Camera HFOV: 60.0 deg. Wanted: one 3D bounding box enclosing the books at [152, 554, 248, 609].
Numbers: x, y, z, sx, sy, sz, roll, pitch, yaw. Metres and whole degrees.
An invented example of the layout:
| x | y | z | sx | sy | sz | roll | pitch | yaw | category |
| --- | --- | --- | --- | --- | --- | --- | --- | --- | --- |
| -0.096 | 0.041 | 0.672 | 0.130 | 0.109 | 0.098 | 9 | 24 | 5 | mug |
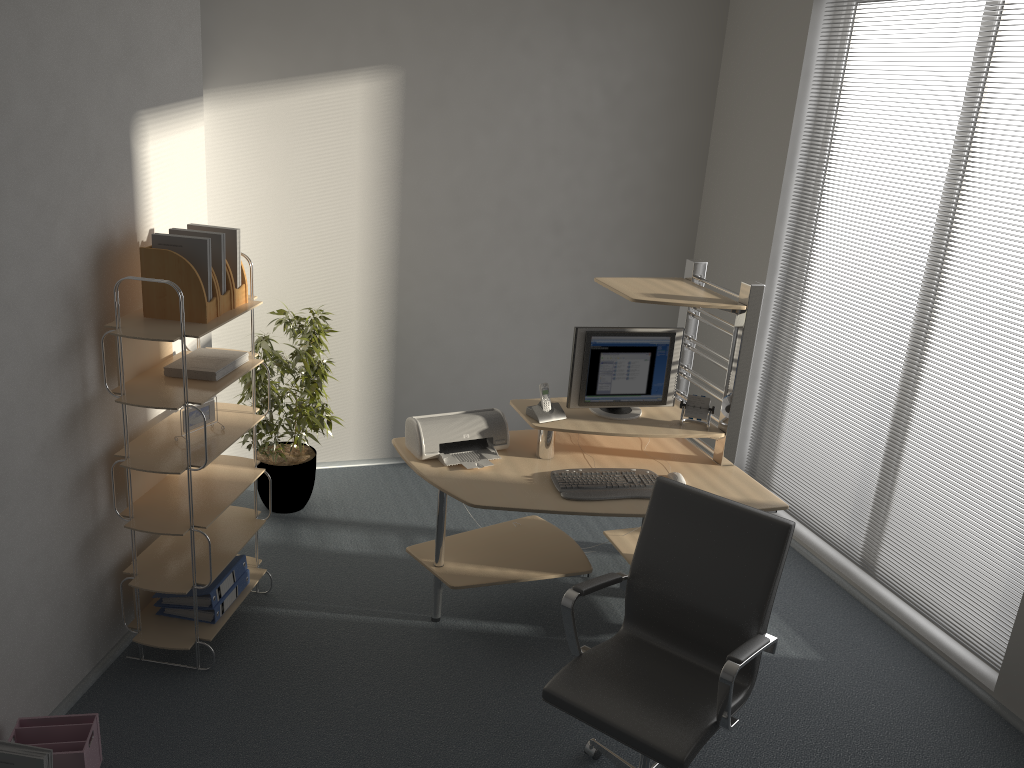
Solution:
| x | y | z | sx | sy | sz | roll | pitch | yaw | category |
| --- | --- | --- | --- | --- | --- | --- | --- | --- | --- |
| -1.305 | 0.821 | 3.725 | 0.263 | 0.100 | 0.320 | 7 | 19 | 7 | books |

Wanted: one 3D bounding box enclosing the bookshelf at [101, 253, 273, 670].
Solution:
| x | y | z | sx | sy | sz | roll | pitch | yaw | category |
| --- | --- | --- | --- | --- | --- | --- | --- | --- | --- |
| -1.265 | 0.293 | 3.560 | 0.381 | 1.572 | 0.724 | 7 | 19 | 6 | bookshelf |

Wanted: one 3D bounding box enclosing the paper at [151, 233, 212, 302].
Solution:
| x | y | z | sx | sy | sz | roll | pitch | yaw | category |
| --- | --- | --- | --- | --- | --- | --- | --- | --- | --- |
| -1.218 | -0.398 | 3.277 | 0.213 | 0.297 | 0.045 | 6 | 19 | 4 | paper |

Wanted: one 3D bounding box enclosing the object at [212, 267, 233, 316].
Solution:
| x | y | z | sx | sy | sz | roll | pitch | yaw | category |
| --- | --- | --- | --- | --- | --- | --- | --- | --- | --- |
| -1.205 | -0.411 | 3.381 | 0.243 | 0.259 | 0.113 | 7 | 19 | 7 | object |

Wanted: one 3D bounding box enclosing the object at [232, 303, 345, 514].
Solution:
| x | y | z | sx | sy | sz | roll | pitch | yaw | category |
| --- | --- | --- | --- | --- | --- | --- | --- | --- | --- |
| -1.178 | 0.135 | 4.718 | 0.544 | 1.147 | 0.644 | 7 | 19 | 8 | object |

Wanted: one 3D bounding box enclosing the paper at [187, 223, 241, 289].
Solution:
| x | y | z | sx | sy | sz | roll | pitch | yaw | category |
| --- | --- | --- | --- | --- | --- | --- | --- | --- | --- |
| -1.178 | -0.474 | 3.510 | 0.213 | 0.297 | 0.045 | 8 | 19 | 9 | paper |

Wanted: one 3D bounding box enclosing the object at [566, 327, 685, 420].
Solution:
| x | y | z | sx | sy | sz | roll | pitch | yaw | category |
| --- | --- | --- | --- | --- | --- | --- | --- | --- | --- |
| 0.506 | -0.073 | 4.057 | 0.516 | 0.418 | 0.245 | 3 | 19 | -6 | object |

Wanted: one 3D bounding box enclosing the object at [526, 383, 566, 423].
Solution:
| x | y | z | sx | sy | sz | roll | pitch | yaw | category |
| --- | --- | --- | --- | --- | --- | --- | --- | --- | --- |
| 0.155 | 0.076 | 3.956 | 0.150 | 0.151 | 0.119 | -8 | 22 | -33 | object |

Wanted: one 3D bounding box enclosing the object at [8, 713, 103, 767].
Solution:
| x | y | z | sx | sy | sz | roll | pitch | yaw | category |
| --- | --- | --- | --- | --- | --- | --- | --- | --- | --- |
| -1.499 | 1.229 | 2.900 | 0.245 | 0.202 | 0.185 | 1 | 19 | -11 | object |

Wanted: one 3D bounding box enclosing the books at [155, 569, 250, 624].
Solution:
| x | y | z | sx | sy | sz | roll | pitch | yaw | category |
| --- | --- | --- | --- | --- | --- | --- | --- | --- | --- |
| -1.300 | 0.874 | 3.742 | 0.262 | 0.072 | 0.320 | 7 | 19 | 7 | books |

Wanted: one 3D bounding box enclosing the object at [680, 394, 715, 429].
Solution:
| x | y | z | sx | sy | sz | roll | pitch | yaw | category |
| --- | --- | --- | --- | --- | --- | --- | --- | --- | --- |
| 0.834 | 0.122 | 4.002 | 0.154 | 0.135 | 0.093 | 10 | 19 | 15 | object |

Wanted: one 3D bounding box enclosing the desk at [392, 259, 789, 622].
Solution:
| x | y | z | sx | sy | sz | roll | pitch | yaw | category |
| --- | --- | --- | --- | --- | --- | --- | --- | --- | --- |
| 0.303 | 0.327 | 3.826 | 1.469 | 1.566 | 0.967 | -2 | 20 | -20 | desk |

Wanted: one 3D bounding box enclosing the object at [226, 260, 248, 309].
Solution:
| x | y | z | sx | sy | sz | roll | pitch | yaw | category |
| --- | --- | --- | --- | --- | --- | --- | --- | --- | --- |
| -1.182 | -0.449 | 3.497 | 0.243 | 0.259 | 0.113 | 8 | 19 | 9 | object |

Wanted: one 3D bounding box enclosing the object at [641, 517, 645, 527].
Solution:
| x | y | z | sx | sy | sz | roll | pitch | yaw | category |
| --- | --- | --- | --- | --- | --- | --- | --- | --- | --- |
| 0.791 | 0.740 | 4.072 | 0.199 | 0.422 | 0.471 | -2 | 20 | -20 | object |

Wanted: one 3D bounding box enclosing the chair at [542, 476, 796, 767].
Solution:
| x | y | z | sx | sy | sz | roll | pitch | yaw | category |
| --- | --- | --- | --- | --- | --- | --- | --- | --- | --- |
| 0.481 | 0.940 | 2.872 | 0.584 | 1.048 | 0.652 | 17 | 23 | 33 | chair |

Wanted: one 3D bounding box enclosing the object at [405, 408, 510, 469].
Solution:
| x | y | z | sx | sy | sz | roll | pitch | yaw | category |
| --- | --- | --- | --- | --- | --- | --- | --- | --- | --- |
| -0.206 | 0.236 | 3.876 | 0.438 | 0.162 | 0.351 | -5 | 21 | -27 | object |

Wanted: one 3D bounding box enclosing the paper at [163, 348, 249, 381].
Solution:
| x | y | z | sx | sy | sz | roll | pitch | yaw | category |
| --- | --- | --- | --- | --- | --- | --- | --- | --- | --- |
| -1.211 | -0.081 | 3.530 | 0.213 | 0.046 | 0.297 | 7 | 19 | 6 | paper |

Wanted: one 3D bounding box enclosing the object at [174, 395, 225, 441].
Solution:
| x | y | z | sx | sy | sz | roll | pitch | yaw | category |
| --- | --- | --- | --- | --- | --- | --- | --- | --- | --- |
| -1.231 | 0.128 | 3.491 | 0.077 | 0.161 | 0.192 | 13 | 21 | 24 | object |

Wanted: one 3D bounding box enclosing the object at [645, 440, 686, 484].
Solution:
| x | y | z | sx | sy | sz | roll | pitch | yaw | category |
| --- | --- | --- | --- | --- | --- | --- | --- | --- | --- |
| 0.662 | 0.322 | 4.104 | 0.168 | 0.088 | 0.742 | -2 | 20 | -17 | object |

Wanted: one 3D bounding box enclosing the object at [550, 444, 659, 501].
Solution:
| x | y | z | sx | sy | sz | roll | pitch | yaw | category |
| --- | --- | --- | --- | --- | --- | --- | --- | --- | --- |
| 0.350 | 0.348 | 3.966 | 0.478 | 0.082 | 0.814 | 0 | 19 | -12 | object |

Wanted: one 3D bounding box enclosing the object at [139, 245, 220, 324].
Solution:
| x | y | z | sx | sy | sz | roll | pitch | yaw | category |
| --- | --- | --- | --- | --- | --- | --- | --- | --- | --- |
| -1.220 | -0.372 | 3.264 | 0.243 | 0.259 | 0.113 | 6 | 19 | 4 | object |

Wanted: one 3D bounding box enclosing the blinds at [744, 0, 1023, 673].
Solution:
| x | y | z | sx | sy | sz | roll | pitch | yaw | category |
| --- | --- | --- | --- | --- | --- | --- | --- | --- | --- |
| 1.856 | -0.392 | 4.145 | 0.037 | 2.749 | 1.950 | -2 | 20 | -20 | blinds |

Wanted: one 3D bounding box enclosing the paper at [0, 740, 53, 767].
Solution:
| x | y | z | sx | sy | sz | roll | pitch | yaw | category |
| --- | --- | --- | --- | --- | --- | --- | --- | --- | --- |
| -1.493 | 1.231 | 2.677 | 0.220 | 0.306 | 0.068 | 7 | 19 | 6 | paper |

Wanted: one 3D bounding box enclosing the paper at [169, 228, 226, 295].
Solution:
| x | y | z | sx | sy | sz | roll | pitch | yaw | category |
| --- | --- | --- | --- | --- | --- | --- | --- | --- | --- |
| -1.202 | -0.436 | 3.394 | 0.213 | 0.297 | 0.045 | 7 | 19 | 7 | paper |
